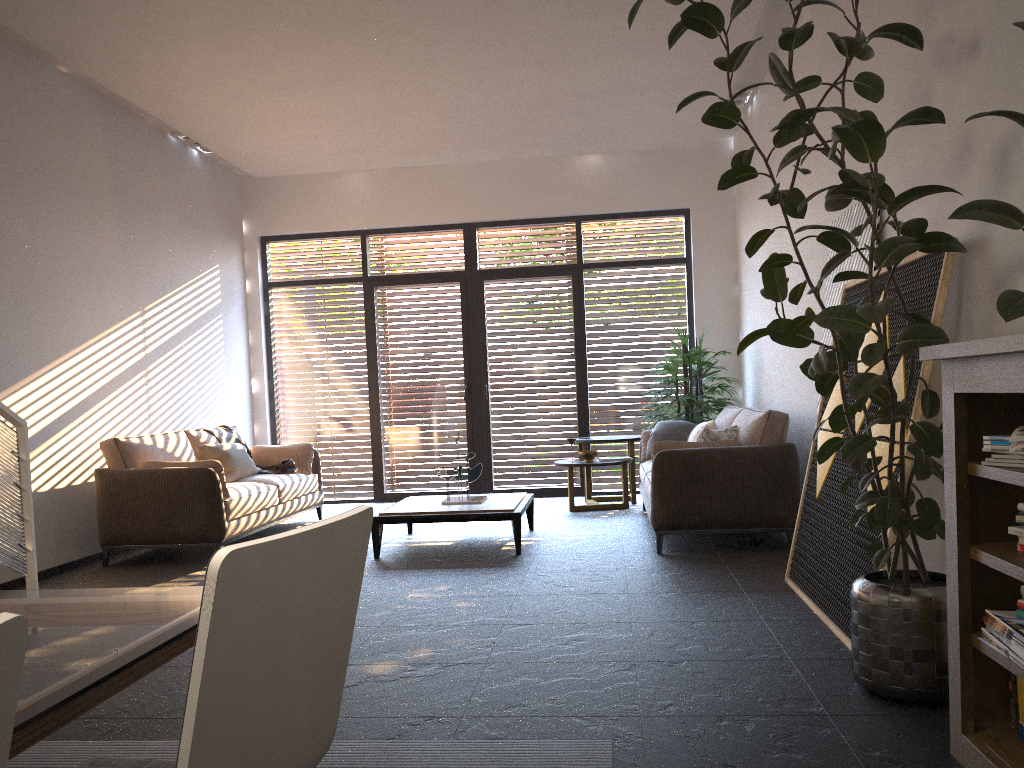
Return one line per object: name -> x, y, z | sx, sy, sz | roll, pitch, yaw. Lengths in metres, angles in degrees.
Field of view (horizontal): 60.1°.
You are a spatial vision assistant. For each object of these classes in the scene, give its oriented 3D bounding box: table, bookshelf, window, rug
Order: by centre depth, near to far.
table -> -1.084, 0.788, 1.009 | 0.997, 0.715, 1.797 | -2, 0, 6
rug -> -1.062, 1.141, 1.040 | 2.371, 0.006, 3.681 | -3, -1, 6
bookshelf -> 1.319, 0.463, 1.594 | 0.451, 1.174, 1.916 | -2, 0, 6
table -> -0.397, 1.035, 6.608 | 1.049, 0.307, 1.114 | -3, -1, 6
window -> -0.369, -0.265, 9.506 | 4.943, 3.035, 0.458 | -3, 2, 6

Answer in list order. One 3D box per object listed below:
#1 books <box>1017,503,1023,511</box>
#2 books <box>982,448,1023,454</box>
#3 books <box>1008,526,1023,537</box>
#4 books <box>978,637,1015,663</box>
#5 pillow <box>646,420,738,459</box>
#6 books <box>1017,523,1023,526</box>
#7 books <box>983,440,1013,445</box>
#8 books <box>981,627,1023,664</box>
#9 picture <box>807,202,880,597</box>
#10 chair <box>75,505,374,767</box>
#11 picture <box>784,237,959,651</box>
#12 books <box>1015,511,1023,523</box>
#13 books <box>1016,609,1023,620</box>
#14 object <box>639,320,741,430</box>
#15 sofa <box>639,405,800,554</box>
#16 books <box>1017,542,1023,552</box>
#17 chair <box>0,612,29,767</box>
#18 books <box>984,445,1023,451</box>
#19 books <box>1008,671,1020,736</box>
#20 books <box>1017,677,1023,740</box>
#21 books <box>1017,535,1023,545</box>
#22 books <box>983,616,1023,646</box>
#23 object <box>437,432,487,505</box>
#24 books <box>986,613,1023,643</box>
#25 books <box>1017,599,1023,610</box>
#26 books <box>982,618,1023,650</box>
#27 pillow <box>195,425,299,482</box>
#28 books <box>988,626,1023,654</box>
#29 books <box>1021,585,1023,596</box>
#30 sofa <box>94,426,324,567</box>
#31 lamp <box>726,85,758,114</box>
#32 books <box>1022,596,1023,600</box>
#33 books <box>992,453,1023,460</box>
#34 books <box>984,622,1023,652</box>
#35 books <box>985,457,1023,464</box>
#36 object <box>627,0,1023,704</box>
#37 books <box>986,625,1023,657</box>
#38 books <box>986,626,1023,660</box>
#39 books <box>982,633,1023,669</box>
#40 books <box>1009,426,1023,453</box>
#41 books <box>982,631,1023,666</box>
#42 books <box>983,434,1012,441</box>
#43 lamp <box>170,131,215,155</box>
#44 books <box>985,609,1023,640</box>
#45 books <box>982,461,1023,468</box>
books -> 1.427, 0.319, 2.250 | 0.155, 0.020, 0.205 | -2, -1, -9
books -> 1.412, 0.167, 2.234 | 0.252, 0.011, 0.318 | -2, -1, -12
books -> 1.429, 0.384, 2.258 | 0.174, 0.019, 0.243 | -2, -1, -9
books -> 1.350, 0.679, 2.223 | 0.218, 0.008, 0.304 | -3, -1, 6
pillow -> 1.378, 0.469, 6.896 | 0.618, 0.343, 1.890 | -3, -1, 6
books -> 1.427, 0.363, 2.265 | 0.162, 0.023, 0.231 | -3, -1, 7
books -> 1.420, 0.145, 2.234 | 0.252, 0.011, 0.318 | -2, -1, -22
books -> 1.348, 0.656, 2.224 | 0.219, 0.013, 0.304 | -3, -1, 11
picture -> 1.781, 0.059, 4.807 | 0.207, 2.023, 0.956 | -2, 2, 6
chair -> -0.535, 0.666, 1.332 | 0.602, 0.921, 0.474 | -2, 2, 16
picture -> 1.577, 0.270, 4.075 | 0.386, 1.608, 1.495 | -2, 1, 6
books -> 1.425, 0.341, 2.257 | 0.147, 0.023, 0.221 | -2, -1, -43
books -> 1.415, 0.588, 2.189 | 0.175, 0.023, 0.249 | -2, -1, -13
object -> 1.698, 0.259, 8.445 | 0.977, 1.726, 0.913 | -3, 2, -29
sofa -> 1.509, 0.649, 6.852 | 0.993, 0.921, 2.318 | -2, 0, 6
books -> 1.437, 0.426, 2.253 | 0.158, 0.021, 0.224 | -2, -1, -9
chair -> -0.706, 0.664, 0.611 | 0.601, 0.921, 0.474 | -2, 2, 6
books -> 1.412, 0.156, 2.218 | 0.252, 0.011, 0.318 | -2, -1, -22
books -> 1.470, 0.841, 2.443 | 0.171, 0.241, 0.084 | -2, 2, 6
books -> 1.463, 0.845, 2.375 | 0.171, 0.235, 0.100 | -2, 2, 6
books -> 1.430, 0.405, 2.253 | 0.155, 0.022, 0.205 | -2, -1, -14
books -> 1.349, 0.621, 2.213 | 0.218, 0.008, 0.304 | -3, -1, 10
object -> -1.752, -1.356, 2.449 | 0.366, 4.481, 8.891 | -2, 0, 18
books -> 1.353, 0.613, 2.212 | 0.218, 0.008, 0.304 | -3, -1, 11
books -> 1.414, 0.565, 2.188 | 0.175, 0.023, 0.249 | -2, -1, -8
books -> 1.347, 0.628, 2.214 | 0.218, 0.008, 0.304 | -3, -1, 10
pillow -> -2.510, 0.718, 7.780 | 0.956, 0.709, 1.016 | -2, 0, 30
books -> 1.353, 0.639, 2.213 | 0.218, 0.006, 0.304 | -3, -1, 11
books -> 1.430, 0.524, 2.180 | 0.193, 0.028, 0.245 | -2, -1, -14
sofa -> -2.378, 0.826, 7.273 | 0.993, 0.921, 2.318 | -2, 0, 6
lamp -> 1.931, -2.452, 7.614 | 0.253, 0.066, 0.644 | -3, -1, 6
books -> 1.430, 0.545, 2.179 | 0.192, 0.014, 0.255 | -2, -1, -6
books -> 1.417, 0.177, 2.191 | 0.252, 0.011, 0.318 | -2, -1, -27
books -> 1.350, 0.635, 2.217 | 0.218, 0.008, 0.288 | -3, -1, 10
books -> 1.411, 0.188, 2.208 | 0.252, 0.011, 0.318 | -2, -1, -24
object -> 1.170, -0.524, 3.006 | 0.907, 3.206, 2.010 | -3, 2, -16
books -> 1.354, 0.645, 2.221 | 0.218, 0.008, 0.288 | -3, -1, 12
books -> 1.354, 0.651, 2.222 | 0.218, 0.008, 0.288 | -3, -1, 12
books -> 1.350, 0.672, 2.224 | 0.218, 0.007, 0.304 | -3, -1, 11
books -> 1.421, 0.121, 2.161 | 0.322, 0.109, 0.272 | -3, 0, 41
books -> 1.349, 0.664, 2.222 | 0.218, 0.008, 0.304 | -3, -1, 11
books -> 1.421, 0.135, 2.242 | 0.252, 0.011, 0.318 | -2, -1, -17
lamp -> -2.865, -2.233, 8.132 | 0.253, 0.066, 0.644 | -3, -1, 6
books -> 1.351, 0.604, 2.210 | 0.219, 0.013, 0.304 | -3, -1, 11
books -> 1.406, 0.199, 2.218 | 0.252, 0.011, 0.318 | -2, -1, -20
